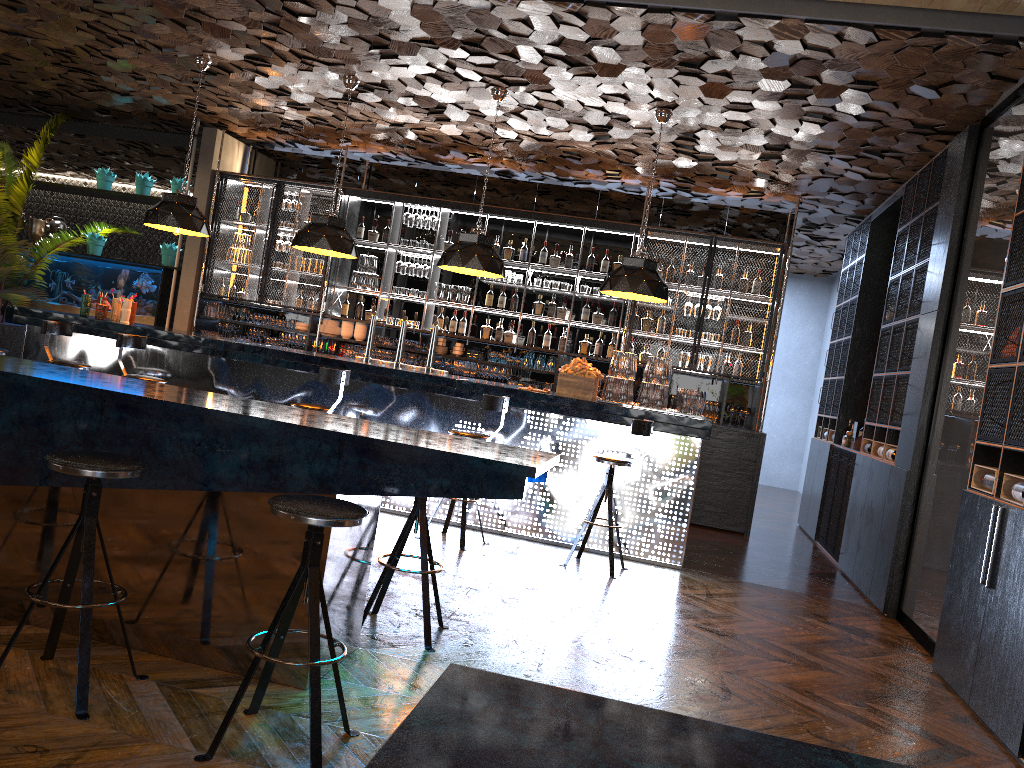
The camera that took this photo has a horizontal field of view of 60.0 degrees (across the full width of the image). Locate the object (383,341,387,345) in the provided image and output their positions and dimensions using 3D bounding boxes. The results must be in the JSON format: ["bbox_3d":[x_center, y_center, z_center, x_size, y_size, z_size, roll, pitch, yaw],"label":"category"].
[{"bbox_3d":[-1.481,-0.478,10.320,0.044,0.048,0.049,8,2,-37],"label":"object"}]

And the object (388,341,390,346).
[{"bbox_3d":[-1.456,-0.476,10.423,0.049,0.048,0.044,9,1,-2],"label":"object"}]

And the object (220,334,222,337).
[{"bbox_3d":[-3.593,-0.573,10.960,0.034,0.080,0.034,10,1,20],"label":"object"}]

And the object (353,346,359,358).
[{"bbox_3d":[-1.872,-0.356,10.548,0.082,0.213,0.082,10,1,31],"label":"object"}]

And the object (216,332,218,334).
[{"bbox_3d":[-3.646,-0.590,10.923,0.031,0.098,0.031,8,2,-33],"label":"object"}]

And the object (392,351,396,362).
[{"bbox_3d":[-1.407,-0.284,10.551,0.084,0.216,0.084,10,2,33],"label":"object"}]

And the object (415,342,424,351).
[{"bbox_3d":[-1.062,-0.434,10.217,0.095,0.096,0.095,9,1,-16],"label":"object"}]

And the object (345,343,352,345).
[{"bbox_3d":[-1.966,-0.372,10.564,0.082,0.213,0.082,8,1,-30],"label":"object"}]

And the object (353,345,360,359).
[{"bbox_3d":[-1.815,-0.343,10.356,0.082,0.213,0.082,10,2,44],"label":"object"}]

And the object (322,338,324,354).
[{"bbox_3d":[-2.276,-0.433,10.708,0.073,0.229,0.073,9,1,-1],"label":"object"}]

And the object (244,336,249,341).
[{"bbox_3d":[-3.218,-0.520,10.707,0.093,0.101,0.093,10,1,31],"label":"object"}]

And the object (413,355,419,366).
[{"bbox_3d":[-1.136,-0.236,10.359,0.092,0.218,0.092,8,1,-29],"label":"object"}]

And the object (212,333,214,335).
[{"bbox_3d":[-3.634,-0.575,10.744,0.034,0.080,0.034,9,1,-23],"label":"object"}]

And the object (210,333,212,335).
[{"bbox_3d":[-3.641,-0.575,10.695,0.034,0.080,0.034,9,1,-25],"label":"object"}]

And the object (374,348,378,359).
[{"bbox_3d":[-1.606,-0.313,10.449,0.084,0.216,0.084,10,1,22],"label":"object"}]

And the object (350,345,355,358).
[{"bbox_3d":[-1.896,-0.358,10.459,0.082,0.213,0.082,9,1,-14],"label":"object"}]

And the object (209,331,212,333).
[{"bbox_3d":[-3.670,-0.591,10.777,0.031,0.098,0.031,8,1,-29],"label":"object"}]

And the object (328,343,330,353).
[{"bbox_3d":[-2.178,-0.415,10.588,0.073,0.229,0.073,9,1,-1],"label":"object"}]

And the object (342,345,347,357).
[{"bbox_3d":[-1.984,-0.373,10.478,0.082,0.213,0.082,9,1,3],"label":"object"}]

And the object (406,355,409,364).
[{"bbox_3d":[-1.227,-0.252,10.401,0.092,0.218,0.092,8,1,-29],"label":"object"}]

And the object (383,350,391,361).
[{"bbox_3d":[-1.456,-0.286,10.284,0.084,0.216,0.084,8,2,-37],"label":"object"}]

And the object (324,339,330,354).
[{"bbox_3d":[-2.193,-0.414,10.454,0.073,0.229,0.073,9,1,-1],"label":"object"}]

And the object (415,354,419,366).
[{"bbox_3d":[-1.140,-0.240,10.496,0.092,0.218,0.092,8,1,-29],"label":"object"}]

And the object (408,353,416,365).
[{"bbox_3d":[-1.171,-0.240,10.255,0.092,0.218,0.092,8,1,-29],"label":"object"}]

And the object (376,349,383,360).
[{"bbox_3d":[-1.544,-0.300,10.300,0.084,0.216,0.084,10,1,26],"label":"object"}]

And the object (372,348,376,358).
[{"bbox_3d":[-1.635,-0.315,10.318,0.084,0.216,0.084,9,1,-1],"label":"object"}]

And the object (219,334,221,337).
[{"bbox_3d":[-3.602,-0.573,10.915,0.034,0.080,0.034,10,1,20],"label":"object"}]

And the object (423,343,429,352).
[{"bbox_3d":[-0.980,-0.422,10.274,0.095,0.096,0.095,10,2,34],"label":"object"}]

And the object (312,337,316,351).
[{"bbox_3d":[-2.338,-0.438,10.461,0.073,0.229,0.073,9,1,-1],"label":"object"}]

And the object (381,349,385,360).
[{"bbox_3d":[-1.518,-0.299,10.429,0.084,0.216,0.084,9,1,3],"label":"object"}]

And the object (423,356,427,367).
[{"bbox_3d":[-1.007,-0.213,10.241,0.071,0.217,0.071,10,1,18],"label":"object"}]

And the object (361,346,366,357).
[{"bbox_3d":[-1.726,-0.328,10.337,0.082,0.213,0.082,10,2,40],"label":"object"}]

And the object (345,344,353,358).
[{"bbox_3d":[-1.917,-0.360,10.375,0.082,0.213,0.082,10,2,39],"label":"object"}]

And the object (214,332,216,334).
[{"bbox_3d":[-3.650,-0.590,10.885,0.031,0.098,0.031,10,2,42],"label":"object"}]

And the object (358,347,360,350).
[{"bbox_3d":[-1.861,-0.357,10.633,0.082,0.213,0.082,10,2,41],"label":"object"}]

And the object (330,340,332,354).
[{"bbox_3d":[-2.136,-0.406,10.514,0.073,0.229,0.073,9,1,-1],"label":"object"}]

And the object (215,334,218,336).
[{"bbox_3d":[-3.615,-0.573,10.830,0.034,0.080,0.034,9,1,-7],"label":"object"}]

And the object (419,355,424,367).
[{"bbox_3d":[-1.060,-0.223,10.291,0.071,0.217,0.071,10,1,18],"label":"object"}]

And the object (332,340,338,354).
[{"bbox_3d":[-2.099,-0.399,10.433,0.073,0.229,0.073,9,1,-1],"label":"object"}]

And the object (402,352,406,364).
[{"bbox_3d":[-1.272,-0.260,10.242,0.071,0.226,0.071,9,1,-18],"label":"object"}]

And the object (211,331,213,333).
[{"bbox_3d":[-3.666,-0.591,10.811,0.031,0.098,0.031,8,2,-35],"label":"object"}]

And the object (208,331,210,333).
[{"bbox_3d":[-3.681,-0.592,10.738,0.031,0.098,0.031,9,1,-16],"label":"object"}]

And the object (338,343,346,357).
[{"bbox_3d":[-2.003,-0.374,10.391,0.082,0.213,0.082,10,2,39],"label":"object"}]

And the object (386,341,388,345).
[{"bbox_3d":[-1.472,-0.478,10.376,0.044,0.048,0.049,10,2,42],"label":"object"}]

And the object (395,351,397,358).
[{"bbox_3d":[-1.336,-0.272,10.294,0.071,0.226,0.071,9,1,-18],"label":"object"}]

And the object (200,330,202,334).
[{"bbox_3d":[-3.763,-0.604,10.725,0.028,0.097,0.028,9,1,0],"label":"object"}]

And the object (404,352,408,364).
[{"bbox_3d":[-1.257,-0.260,10.322,0.071,0.226,0.071,9,1,-18],"label":"object"}]

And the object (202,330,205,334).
[{"bbox_3d":[-3.729,-0.598,10.690,0.033,0.101,0.033,10,2,34],"label":"object"}]

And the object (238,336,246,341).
[{"bbox_3d":[-3.231,-0.520,10.601,0.093,0.101,0.093,8,1,-27],"label":"object"}]

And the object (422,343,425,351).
[{"bbox_3d":[-1.049,-0.438,10.489,0.095,0.096,0.095,10,1,27],"label":"object"}]

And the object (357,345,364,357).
[{"bbox_3d":[-1.798,-0.342,10.442,0.082,0.213,0.082,9,1,-10],"label":"object"}]

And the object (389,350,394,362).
[{"bbox_3d":[-1.433,-0.285,10.420,0.084,0.216,0.084,8,2,-37],"label":"object"}]

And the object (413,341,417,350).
[{"bbox_3d":[-1.159,-0.456,10.453,0.093,0.099,0.093,9,1,-2],"label":"object"}]

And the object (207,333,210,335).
[{"bbox_3d":[-3.648,-0.575,10.652,0.034,0.080,0.034,10,1,24],"label":"object"}]

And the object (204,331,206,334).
[{"bbox_3d":[-3.720,-0.598,10.734,0.033,0.101,0.033,9,1,-9],"label":"object"}]

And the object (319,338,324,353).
[{"bbox_3d":[-2.266,-0.428,10.519,0.073,0.229,0.073,9,1,-1],"label":"object"}]

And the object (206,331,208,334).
[{"bbox_3d":[-3.687,-0.592,10.700,0.031,0.098,0.031,8,2,-41],"label":"object"}]
